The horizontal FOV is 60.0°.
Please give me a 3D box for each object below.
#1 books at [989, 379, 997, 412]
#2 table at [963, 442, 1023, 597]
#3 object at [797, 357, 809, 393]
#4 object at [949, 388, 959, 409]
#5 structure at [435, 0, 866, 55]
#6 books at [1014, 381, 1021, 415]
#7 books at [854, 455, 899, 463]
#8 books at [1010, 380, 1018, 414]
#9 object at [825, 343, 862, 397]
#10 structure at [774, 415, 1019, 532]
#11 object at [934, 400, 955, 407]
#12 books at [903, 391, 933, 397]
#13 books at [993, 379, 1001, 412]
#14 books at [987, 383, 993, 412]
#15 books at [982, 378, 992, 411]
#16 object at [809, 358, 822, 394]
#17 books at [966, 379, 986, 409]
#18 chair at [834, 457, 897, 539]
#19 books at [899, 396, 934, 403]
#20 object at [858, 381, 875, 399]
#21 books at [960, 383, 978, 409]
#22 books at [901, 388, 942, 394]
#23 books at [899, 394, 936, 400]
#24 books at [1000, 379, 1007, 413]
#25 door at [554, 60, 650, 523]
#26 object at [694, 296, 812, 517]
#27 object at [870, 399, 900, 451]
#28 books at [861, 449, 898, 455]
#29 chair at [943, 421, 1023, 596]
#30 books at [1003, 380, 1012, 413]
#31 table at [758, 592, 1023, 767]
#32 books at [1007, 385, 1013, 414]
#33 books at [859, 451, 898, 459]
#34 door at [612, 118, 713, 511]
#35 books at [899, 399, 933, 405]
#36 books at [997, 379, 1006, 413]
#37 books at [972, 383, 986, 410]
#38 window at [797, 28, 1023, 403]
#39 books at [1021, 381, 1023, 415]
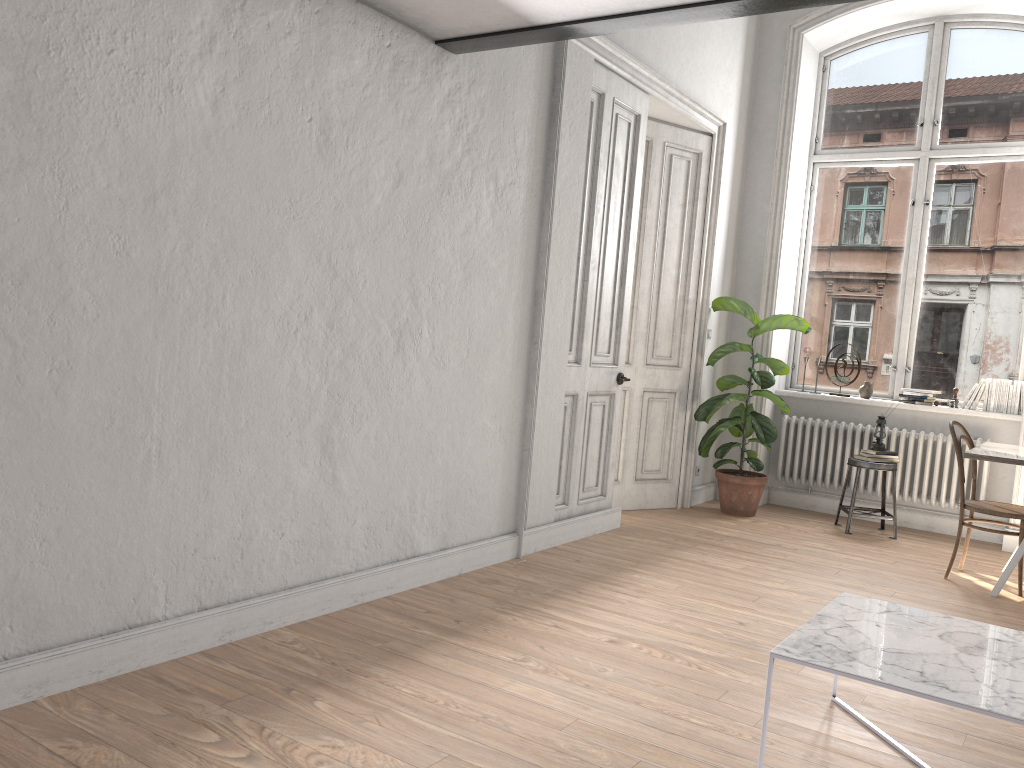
[{"bbox_3d":[3.542,0.083,6.513,0.024,0.243,0.175,7,4,33],"label":"books"},{"bbox_3d":[3.635,0.870,4.687,2.199,0.780,1.100,7,4,33],"label":"table"},{"bbox_3d":[2.406,-0.078,7.293,0.095,0.289,0.095,3,4,-25],"label":"object"},{"bbox_3d":[3.302,0.103,6.606,0.048,0.153,0.088,5,4,4],"label":"object"},{"bbox_3d":[1.097,-1.796,0.606,5.924,1.213,4.158,7,4,33],"label":"structure"},{"bbox_3d":[3.677,0.098,6.437,0.024,0.243,0.175,7,4,33],"label":"books"},{"bbox_3d":[2.649,0.542,6.444,0.246,0.034,0.194,4,3,-16],"label":"books"},{"bbox_3d":[3.667,0.096,6.467,0.024,0.243,0.175,7,4,33],"label":"books"},{"bbox_3d":[2.645,-0.115,7.089,0.087,0.425,0.347,3,4,-24],"label":"object"},{"bbox_3d":[4.430,-0.971,5.633,5.179,4.476,0.340,7,4,33],"label":"structure"},{"bbox_3d":[3.258,0.146,6.703,0.153,0.048,0.088,4,3,-17],"label":"object"},{"bbox_3d":[3.104,0.077,6.783,0.205,0.020,0.155,6,3,23],"label":"books"},{"bbox_3d":[3.566,0.085,6.508,0.019,0.244,0.174,7,4,33],"label":"books"},{"bbox_3d":[3.528,0.099,6.535,0.020,0.205,0.155,7,4,33],"label":"books"},{"bbox_3d":[3.520,0.078,6.565,0.024,0.243,0.175,7,4,33],"label":"books"},{"bbox_3d":[2.471,-0.066,7.180,0.095,0.289,0.095,2,4,-34],"label":"object"},{"bbox_3d":[3.447,0.074,6.587,0.100,0.235,0.174,7,4,33],"label":"books"},{"bbox_3d":[2.594,0.814,6.443,0.364,0.523,0.360,5,3,7],"label":"chair"},{"bbox_3d":[3.104,0.119,6.799,0.155,0.022,0.205,2,4,-36],"label":"books"},{"bbox_3d":[2.791,0.044,6.988,0.100,0.142,0.102,5,3,8],"label":"object"},{"bbox_3d":[3.415,0.089,6.613,0.105,0.194,0.155,7,4,32],"label":"books"},{"bbox_3d":[3.133,0.053,6.788,0.243,0.019,0.174,8,4,43],"label":"books"},{"bbox_3d":[3.107,0.097,6.796,0.147,0.023,0.221,2,4,-41],"label":"books"},{"bbox_3d":[3.612,0.089,6.504,0.024,0.243,0.175,7,4,33],"label":"books"},{"bbox_3d":[0.440,-0.459,5.352,0.216,2.816,1.097,7,4,35],"label":"door"},{"bbox_3d":[3.763,0.323,5.111,5.824,1.843,0.792,7,4,38],"label":"object"},{"bbox_3d":[2.708,0.294,6.442,0.163,0.383,0.154,5,4,7],"label":"object"},{"bbox_3d":[2.666,0.496,6.437,0.221,0.027,0.147,3,3,-24],"label":"books"},{"bbox_3d":[2.820,0.704,5.200,0.549,0.921,0.438,8,5,42],"label":"chair"},{"bbox_3d":[3.618,0.091,6.474,0.019,0.244,0.174,7,4,33],"label":"books"},{"bbox_3d":[1.287,0.980,2.598,0.849,0.392,0.849,7,4,33],"label":"table"},{"bbox_3d":[3.635,0.112,6.464,0.020,0.205,0.155,7,4,33],"label":"books"},{"bbox_3d":[2.663,0.518,6.438,0.232,0.029,0.162,5,3,4],"label":"books"},{"bbox_3d":[0.946,-0.475,6.411,1.097,2.816,0.216,3,4,-32],"label":"door"},{"bbox_3d":[3.099,0.141,6.807,0.147,0.023,0.221,4,3,-8],"label":"books"},{"bbox_3d":[3.592,0.087,6.512,0.019,0.244,0.174,7,4,33],"label":"books"},{"bbox_3d":[3.467,0.093,6.575,0.072,0.203,0.155,7,4,33],"label":"books"},{"bbox_3d":[3.190,-1.325,6.945,1.621,2.844,0.013,7,4,33],"label":"window"},{"bbox_3d":[3.702,0.101,6.417,0.040,0.244,0.174,7,4,33],"label":"books"}]
